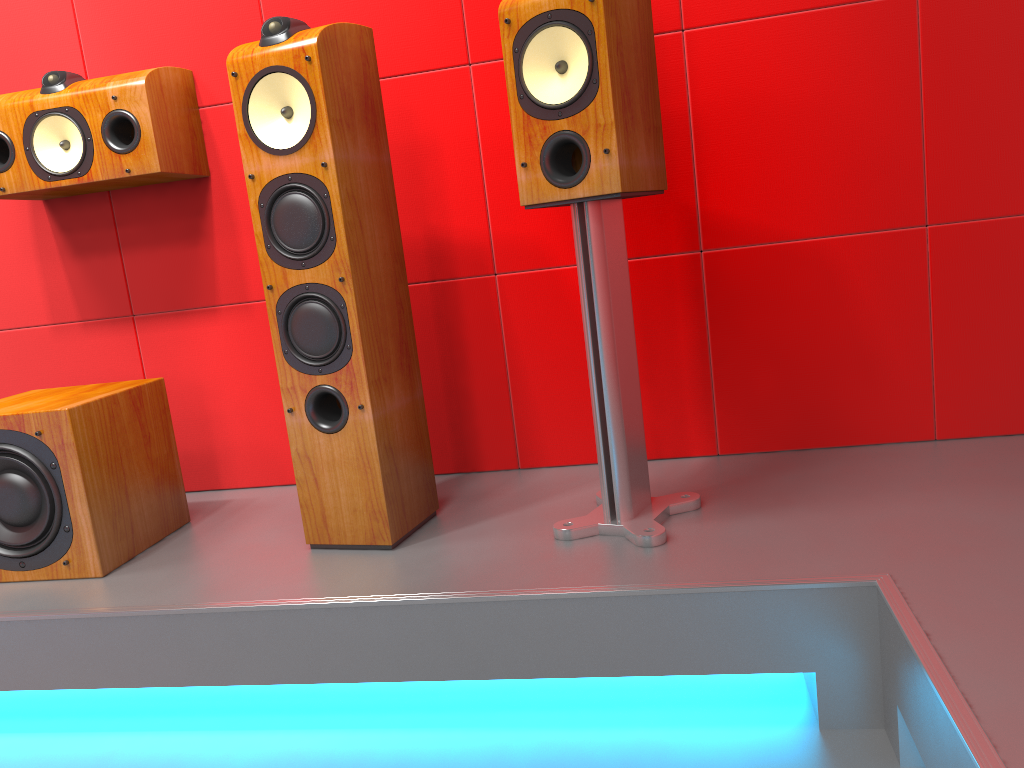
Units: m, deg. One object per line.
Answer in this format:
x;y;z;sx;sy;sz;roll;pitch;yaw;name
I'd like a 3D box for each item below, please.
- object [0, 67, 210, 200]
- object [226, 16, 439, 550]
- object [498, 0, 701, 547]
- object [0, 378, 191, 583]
-1.049;-0.621;2.182;0.493;0.271;0.235;-5;10;11;object
-0.359;-0.196;1.830;0.203;1.052;0.238;-3;10;21;object
0.173;-0.242;1.702;0.231;1.058;0.265;-1;11;31;object
-1.012;0.209;1.999;0.360;0.360;0.360;-5;10;11;object
